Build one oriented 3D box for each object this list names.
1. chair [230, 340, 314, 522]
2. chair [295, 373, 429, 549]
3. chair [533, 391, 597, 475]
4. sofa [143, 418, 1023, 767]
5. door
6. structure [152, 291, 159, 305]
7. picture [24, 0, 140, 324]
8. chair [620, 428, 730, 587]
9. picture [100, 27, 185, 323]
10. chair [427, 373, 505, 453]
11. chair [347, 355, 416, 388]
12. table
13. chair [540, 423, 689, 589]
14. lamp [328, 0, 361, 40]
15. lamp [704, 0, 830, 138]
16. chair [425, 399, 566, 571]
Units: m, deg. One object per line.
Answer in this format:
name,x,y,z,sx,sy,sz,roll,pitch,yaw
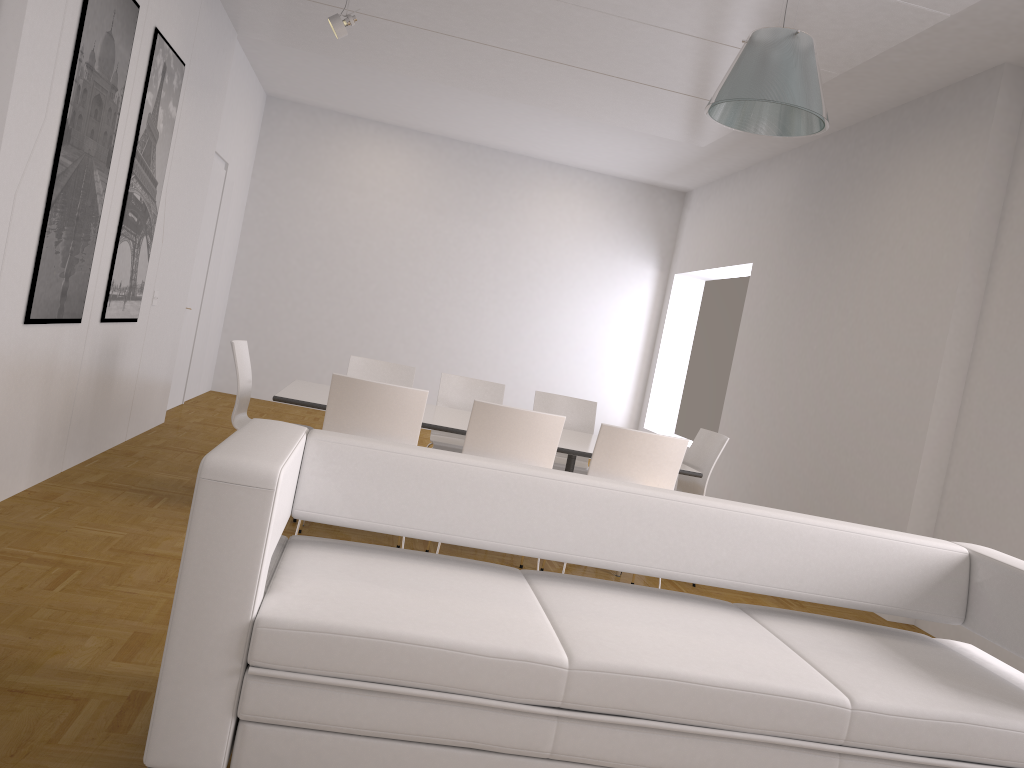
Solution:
chair,-1.447,0.253,5.231,0.575,0.930,0.561,11,2,-9
chair,-0.762,0.427,4.569,0.560,0.930,0.576,11,2,-9
chair,0.346,0.566,6.318,0.560,0.930,0.576,11,2,-9
sofa,0.430,0.783,2.597,2.621,0.848,0.823,11,2,-9
door,-3.003,-0.977,8.394,0.132,2.452,0.872,11,2,-9
structure,-2.586,-0.624,6.430,0.013,0.104,0.114,11,2,-9
picture,-2.162,-1.180,4.516,0.013,1.779,0.787,11,2,-9
chair,0.964,0.721,5.611,0.575,0.930,0.561,11,2,-9
picture,-2.327,-1.265,5.644,0.016,1.779,0.787,11,2,-9
chair,-0.334,0.436,6.211,0.560,0.930,0.576,11,2,-9
chair,-0.975,0.313,6.110,0.560,0.930,0.576,11,2,-9
table,-0.243,0.592,5.444,2.409,0.722,1.212,11,2,-9
chair,0.559,0.680,4.777,0.560,0.930,0.576,11,2,-9
lamp,-1.112,-2.437,5.794,0.174,0.364,0.167,12,2,34
lamp,1.082,-1.614,3.341,0.464,1.249,0.465,11,2,-10
chair,-0.081,0.557,4.676,0.560,0.930,0.576,11,2,-9
